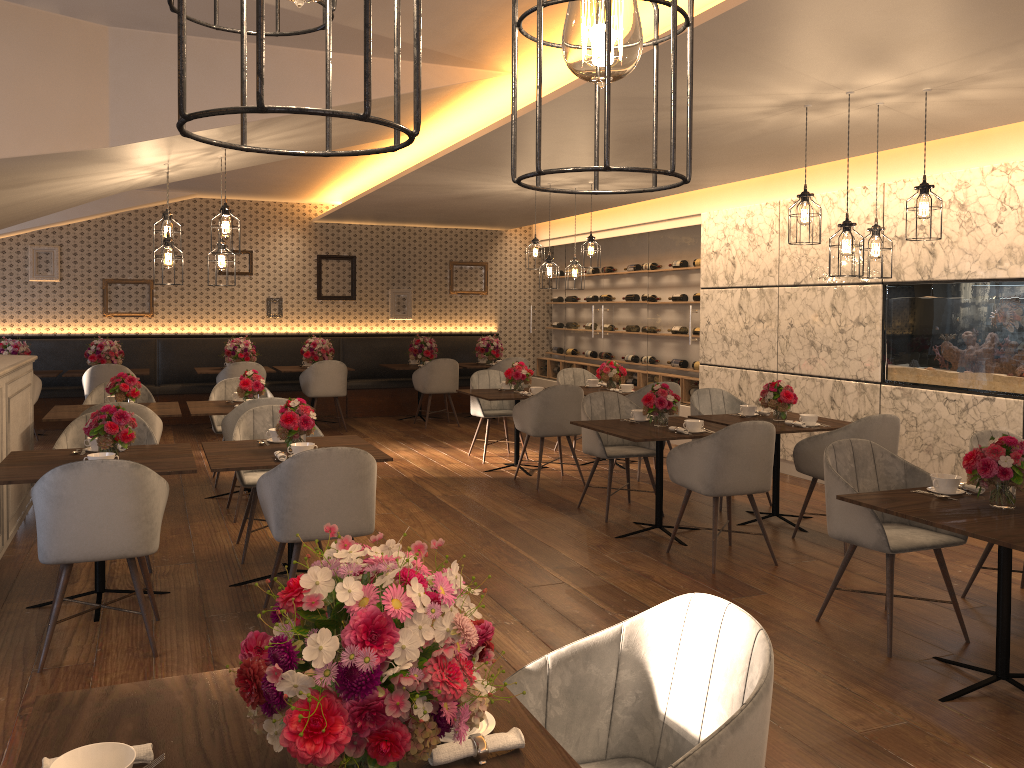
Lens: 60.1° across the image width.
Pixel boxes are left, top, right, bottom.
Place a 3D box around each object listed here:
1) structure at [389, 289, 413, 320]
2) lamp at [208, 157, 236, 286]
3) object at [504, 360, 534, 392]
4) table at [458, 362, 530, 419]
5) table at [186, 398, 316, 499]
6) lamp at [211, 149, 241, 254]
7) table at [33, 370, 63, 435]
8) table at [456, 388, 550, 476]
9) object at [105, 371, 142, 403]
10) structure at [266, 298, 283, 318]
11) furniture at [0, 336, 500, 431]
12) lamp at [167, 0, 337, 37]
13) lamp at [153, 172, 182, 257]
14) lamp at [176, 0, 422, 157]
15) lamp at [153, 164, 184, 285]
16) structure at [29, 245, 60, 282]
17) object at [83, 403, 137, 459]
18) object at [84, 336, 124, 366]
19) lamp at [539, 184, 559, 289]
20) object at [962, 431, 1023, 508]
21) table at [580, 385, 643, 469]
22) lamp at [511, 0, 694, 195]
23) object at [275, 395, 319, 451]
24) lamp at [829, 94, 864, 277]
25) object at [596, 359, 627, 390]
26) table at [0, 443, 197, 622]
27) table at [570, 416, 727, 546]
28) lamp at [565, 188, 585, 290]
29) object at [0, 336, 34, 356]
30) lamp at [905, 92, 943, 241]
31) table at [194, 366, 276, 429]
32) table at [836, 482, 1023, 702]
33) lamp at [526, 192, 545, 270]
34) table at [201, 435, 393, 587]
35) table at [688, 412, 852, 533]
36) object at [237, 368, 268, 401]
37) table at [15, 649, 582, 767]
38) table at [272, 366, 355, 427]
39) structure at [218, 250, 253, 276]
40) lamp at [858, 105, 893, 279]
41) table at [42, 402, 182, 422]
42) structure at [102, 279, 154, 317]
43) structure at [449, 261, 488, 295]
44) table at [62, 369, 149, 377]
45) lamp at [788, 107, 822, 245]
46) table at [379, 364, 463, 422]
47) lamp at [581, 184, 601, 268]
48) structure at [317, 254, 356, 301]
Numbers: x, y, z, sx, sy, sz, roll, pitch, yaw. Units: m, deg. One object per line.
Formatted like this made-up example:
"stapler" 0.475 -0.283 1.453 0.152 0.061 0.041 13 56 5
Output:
"structure" -1.585 -1.135 12.645 0.340 0.439 0.035 -1 2 -22
"lamp" -1.886 -1.672 5.744 0.175 2.067 0.175 0 2 -21
"object" 0.069 -0.076 8.237 0.305 0.301 0.234 -3 4 -45
"table" -0.344 0.092 12.197 0.896 0.719 0.898 -1 4 -22
"table" -2.083 0.528 7.007 0.896 0.719 0.898 -1 4 -22
"lamp" -1.760 -1.838 5.435 0.175 2.067 0.175 0 2 -21
"table" -5.631 0.241 10.039 0.896 0.719 0.898 -1 4 -22
"table" 0.047 0.440 8.202 0.896 0.719 0.898 -1 4 -22
"object" -2.909 0.045 6.605 0.305 0.301 0.234 3 4 43
"structure" -3.214 -1.032 11.991 0.216 0.277 0.018 -1 2 -22
"furniture" -3.390 -0.061 11.636 7.090 1.080 0.542 -2 3 -22
"lamp" -0.277 -1.440 0.942 0.175 2.067 0.175 0 2 -21
"lamp" -2.262 -1.874 5.803 0.175 2.067 0.175 0 2 -21
"lamp" -0.154 -1.220 0.644 0.175 2.067 0.175 0 2 -21
"lamp" -2.139 -1.653 5.504 0.175 2.067 0.175 0 2 -21
"structure" -5.770 -1.487 10.923 0.340 0.439 0.035 -1 2 -22
"object" -2.032 0.236 4.457 0.305 0.301 0.234 3 4 43
"object" -4.739 -0.347 10.296 0.420 0.424 0.406 -2 4 -34
"lamp" 0.354 -1.918 8.196 0.175 2.067 0.175 0 2 -21
"object" 1.979 0.341 3.557 0.305 0.301 0.235 1 3 10
"table" 0.935 0.414 8.564 0.896 0.719 0.898 -1 4 -22
"lamp" 0.099 -1.239 0.884 0.175 2.067 0.175 0 2 -21
"object" -1.167 0.210 4.823 0.234 0.301 0.306 0 3 -3
"lamp" 1.787 -1.605 4.686 0.175 2.067 0.175 0 2 -21
"object" 0.960 -0.098 8.566 0.305 0.301 0.235 0 3 -1
"table" -2.093 0.745 4.494 0.896 0.719 0.898 -1 4 -22
"table" 0.984 0.644 5.909 0.896 0.719 0.898 -1 4 -22
"lamp" 0.607 -1.937 8.436 0.175 2.067 0.175 0 2 -21
"object" -5.618 -0.323 9.943 0.405 0.424 0.421 2 3 20
"lamp" 2.165 -1.790 4.616 0.175 2.067 0.175 0 2 -21
"table" -3.432 0.179 10.937 0.896 0.719 0.898 -1 4 -22
"table" 1.958 0.857 3.523 0.896 0.719 0.898 -1 4 -22
"lamp" 0.231 -2.138 8.494 0.175 2.067 0.175 0 2 -21
"table" -1.204 0.720 4.856 0.896 0.719 0.898 -1 4 -22
"table" 1.872 0.619 6.271 0.896 0.719 0.898 -1 4 -22
"object" -2.044 0.019 6.972 0.234 0.301 0.306 0 3 -3
"table" -0.374 1.011 1.543 0.896 0.719 0.898 -1 4 -22
"table" -2.544 0.154 11.299 0.896 0.719 0.898 -1 4 -22
"structure" -3.678 -1.615 11.785 0.449 0.344 0.016 -1 2 -22
"lamp" 2.040 -1.624 4.926 0.175 2.067 0.175 0 2 -21
"table" -2.971 0.553 6.645 0.896 0.719 0.898 -1 4 -22
"structure" -4.893 -1.096 11.293 0.601 0.484 0.032 -1 2 -22
"structure" -0.633 -1.556 13.022 0.601 0.484 0.032 -1 2 -22
"table" -4.743 0.216 10.402 0.896 0.719 0.898 -1 4 -22
"lamp" 1.664 -1.825 4.985 0.175 2.067 0.175 0 2 -21
"table" -1.232 0.117 11.834 0.896 0.719 0.898 -1 4 -22
"lamp" 0.732 -2.103 8.126 0.175 2.067 0.175 0 2 -21
"structure" -2.437 -1.474 12.294 0.544 0.631 0.035 -1 2 -22
